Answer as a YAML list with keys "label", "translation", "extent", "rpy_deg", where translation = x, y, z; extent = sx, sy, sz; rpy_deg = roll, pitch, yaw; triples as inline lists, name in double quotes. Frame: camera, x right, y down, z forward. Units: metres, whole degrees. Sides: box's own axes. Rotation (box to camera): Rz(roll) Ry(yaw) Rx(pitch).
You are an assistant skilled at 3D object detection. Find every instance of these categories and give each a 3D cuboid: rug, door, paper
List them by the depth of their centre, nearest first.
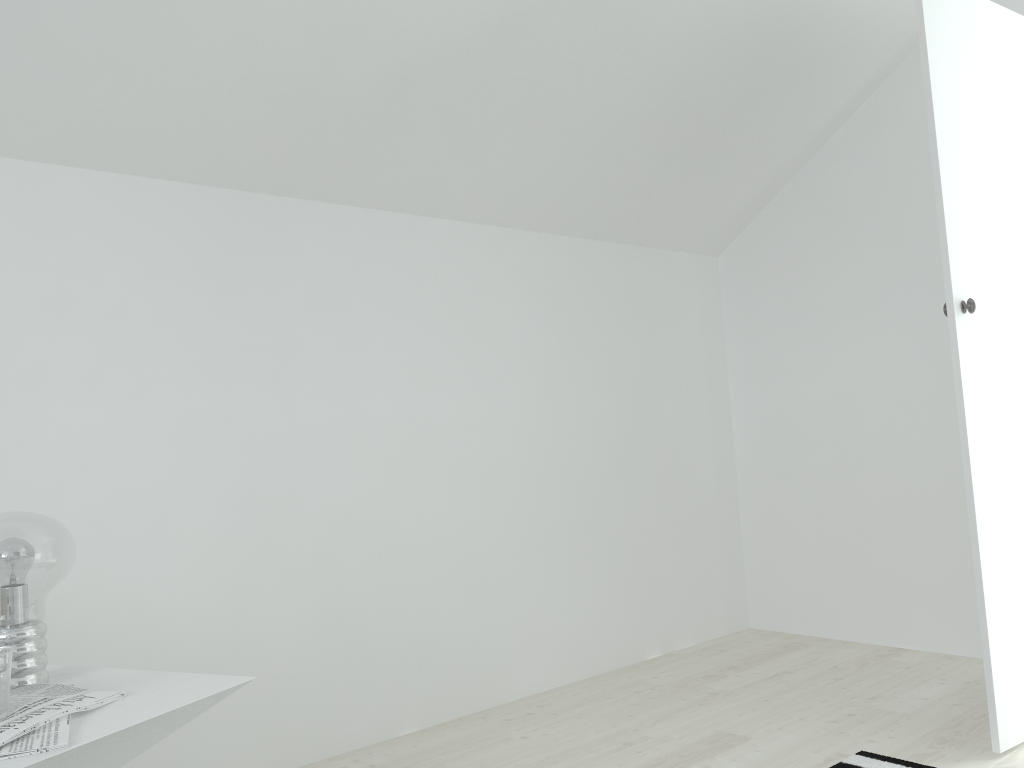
- label: "rug"
  translation: [-0.172, 0.874, 0.188]
  extent: [4.362, 0.004, 1.846]
  rpy_deg: [0, -5, -40]
- label: "paper"
  translation: [-0.697, 0.451, 1.173]
  extent: [0.205, 0.015, 0.312]
  rpy_deg: [-2, -5, -25]
- label: "paper"
  translation: [-0.697, 0.448, 1.173]
  extent: [0.205, 0.024, 0.312]
  rpy_deg: [-5, -4, 10]
- label: "door"
  translation: [1.861, -0.132, 2.500]
  extent: [1.397, 2.055, 0.688]
  rpy_deg: [-4, -4, 8]

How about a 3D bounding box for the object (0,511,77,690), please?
- label: "object"
  translation: [-0.791, 0.342, 1.406]
  extent: [0.185, 0.279, 0.185]
  rpy_deg: [-8, -6, 43]

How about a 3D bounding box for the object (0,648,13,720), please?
- label: "object"
  translation: [-0.699, 0.401, 1.174]
  extent: [0.067, 0.087, 0.067]
  rpy_deg: [0, -6, -43]
